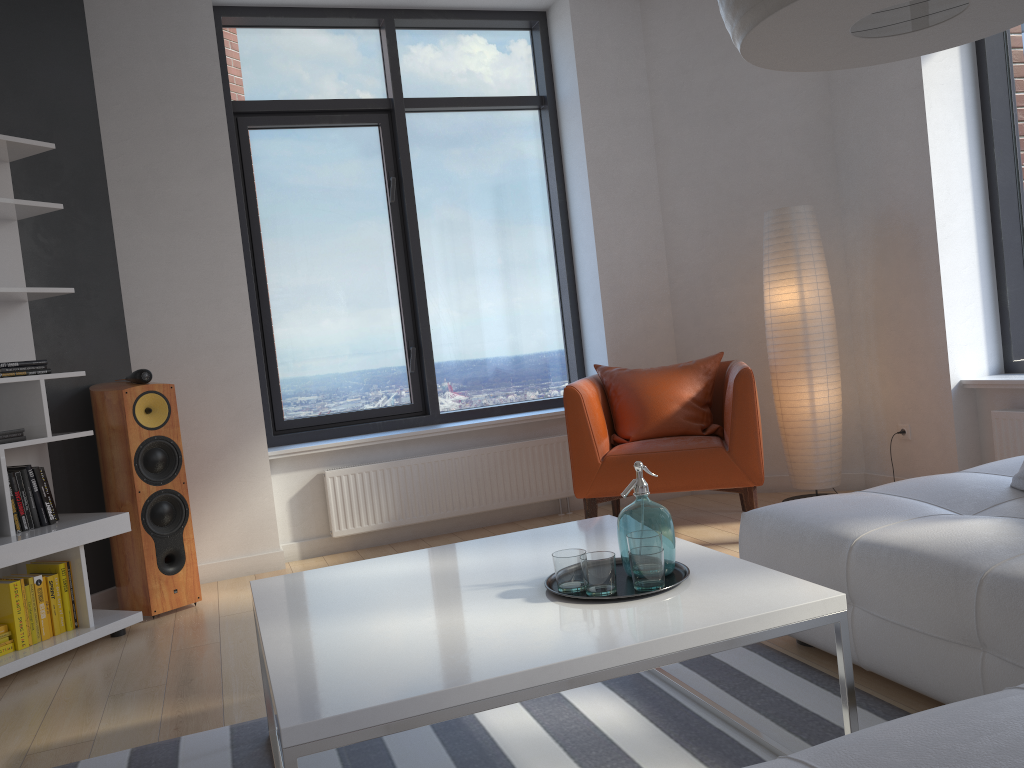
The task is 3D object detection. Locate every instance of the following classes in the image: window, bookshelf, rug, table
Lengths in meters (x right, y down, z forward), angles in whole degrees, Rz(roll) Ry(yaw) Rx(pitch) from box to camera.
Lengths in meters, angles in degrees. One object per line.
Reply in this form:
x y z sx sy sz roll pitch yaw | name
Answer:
2.579 -1.251 3.724 0.170 2.402 1.310 -7 3 -19 | window
-2.504 0.158 2.415 0.455 2.052 3.000 -5 3 26 | bookshelf
-0.161 0.941 1.918 2.326 0.016 1.662 -7 3 -19 | rug
-0.602 -0.955 5.199 1.960 2.402 0.170 -7 3 -19 | window
-0.006 0.693 2.099 1.091 0.435 1.091 -7 3 -19 | table

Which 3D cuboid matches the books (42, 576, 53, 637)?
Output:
-1.882 0.874 3.488 0.169 0.239 0.023 -5 3 26 | books

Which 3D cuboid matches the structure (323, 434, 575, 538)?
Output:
-0.290 0.601 4.963 1.474 0.460 0.110 -7 3 -19 | structure

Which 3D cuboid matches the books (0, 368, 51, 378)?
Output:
-1.994 -0.037 3.553 0.161 0.023 0.213 -5 3 30 | books

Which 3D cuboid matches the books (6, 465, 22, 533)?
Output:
-2.020 0.455 3.468 0.202 0.268 0.053 -5 3 26 | books

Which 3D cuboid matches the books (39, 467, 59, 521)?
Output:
-1.959 0.458 3.629 0.179 0.233 0.077 -5 3 26 | books

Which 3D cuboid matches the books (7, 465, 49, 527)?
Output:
-1.967 0.452 3.561 0.193 0.255 0.066 -5 3 26 | books

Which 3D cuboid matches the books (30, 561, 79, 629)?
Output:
-1.851 0.851 3.589 0.213 0.270 0.025 -5 3 26 | books

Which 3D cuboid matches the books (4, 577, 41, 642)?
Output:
-1.908 0.873 3.437 0.180 0.251 0.019 -5 3 26 | books

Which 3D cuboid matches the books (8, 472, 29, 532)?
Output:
-2.001 0.467 3.495 0.189 0.240 0.053 -5 3 27 | books

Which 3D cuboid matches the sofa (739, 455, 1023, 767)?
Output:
0.693 0.504 1.425 3.424 0.732 2.614 -7 3 -19 | sofa

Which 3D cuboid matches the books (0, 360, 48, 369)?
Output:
-2.014 -0.073 3.560 0.161 0.023 0.213 -5 3 30 | books

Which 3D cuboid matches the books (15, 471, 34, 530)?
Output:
-1.985 0.465 3.514 0.170 0.236 0.049 -5 3 27 | books

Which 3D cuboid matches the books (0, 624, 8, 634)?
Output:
-1.991 0.928 3.269 0.138 0.026 0.186 -5 3 26 | books

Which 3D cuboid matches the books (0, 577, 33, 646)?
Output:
-1.928 0.873 3.403 0.199 0.263 0.015 -5 3 26 | books

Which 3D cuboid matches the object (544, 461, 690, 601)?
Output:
0.224 0.318 2.014 0.330 0.265 0.330 -6 2 5 | object

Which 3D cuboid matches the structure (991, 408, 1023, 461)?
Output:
2.454 0.348 3.656 0.110 0.460 1.015 -7 3 -19 | structure

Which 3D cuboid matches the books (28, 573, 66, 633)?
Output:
-1.860 0.872 3.534 0.172 0.234 0.024 -5 3 26 | books

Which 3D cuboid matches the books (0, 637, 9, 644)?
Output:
-1.963 0.961 3.256 0.113 0.018 0.169 -5 3 27 | books

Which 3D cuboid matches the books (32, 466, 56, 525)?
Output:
-1.946 0.455 3.585 0.177 0.242 0.066 -5 3 26 | books

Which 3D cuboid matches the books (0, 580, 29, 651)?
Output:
-1.939 0.877 3.375 0.198 0.255 0.044 -5 3 26 | books

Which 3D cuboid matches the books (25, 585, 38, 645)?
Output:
-1.899 0.886 3.411 0.156 0.229 0.024 -5 3 26 | books

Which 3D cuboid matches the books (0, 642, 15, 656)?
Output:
-1.971 0.998 3.268 0.147 0.033 0.190 -5 3 26 | books

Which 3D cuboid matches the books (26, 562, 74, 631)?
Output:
-1.855 0.853 3.561 0.204 0.270 0.029 -5 3 26 | books

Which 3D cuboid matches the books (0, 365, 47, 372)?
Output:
-1.999 -0.055 3.552 0.142 0.015 0.198 -5 3 25 | books

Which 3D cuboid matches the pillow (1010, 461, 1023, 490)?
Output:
1.437 0.137 1.652 0.580 0.456 2.156 -6 2 7 | pillow

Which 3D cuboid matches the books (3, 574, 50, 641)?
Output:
-1.894 0.871 3.461 0.185 0.250 0.035 -5 3 26 | books

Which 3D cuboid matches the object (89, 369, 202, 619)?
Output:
-1.689 0.483 4.019 0.434 1.088 0.290 -4 3 41 | object

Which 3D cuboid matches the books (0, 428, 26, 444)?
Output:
-2.092 0.221 3.411 0.250 0.047 0.310 -5 3 22 | books

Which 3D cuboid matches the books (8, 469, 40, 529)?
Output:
-1.969 0.459 3.530 0.169 0.242 0.050 -5 3 26 | books

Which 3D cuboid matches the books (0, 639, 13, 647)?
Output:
-1.977 0.976 3.270 0.148 0.011 0.196 -5 3 26 | books

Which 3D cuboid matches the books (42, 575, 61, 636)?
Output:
-1.868 0.874 3.508 0.172 0.234 0.024 -5 3 26 | books

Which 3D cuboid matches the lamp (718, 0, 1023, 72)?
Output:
1.913 -0.585 1.121 3.199 2.647 0.710 -6 3 17 | lamp

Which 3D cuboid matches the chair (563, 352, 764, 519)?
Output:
0.785 0.300 4.452 0.896 0.858 0.843 -6 2 13 | chair

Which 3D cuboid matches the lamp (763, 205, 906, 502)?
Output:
1.675 -0.147 4.460 0.804 1.550 0.502 -5 3 32 | lamp

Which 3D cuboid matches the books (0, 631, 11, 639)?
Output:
-1.976 0.946 3.267 0.134 0.014 0.187 -5 3 26 | books
